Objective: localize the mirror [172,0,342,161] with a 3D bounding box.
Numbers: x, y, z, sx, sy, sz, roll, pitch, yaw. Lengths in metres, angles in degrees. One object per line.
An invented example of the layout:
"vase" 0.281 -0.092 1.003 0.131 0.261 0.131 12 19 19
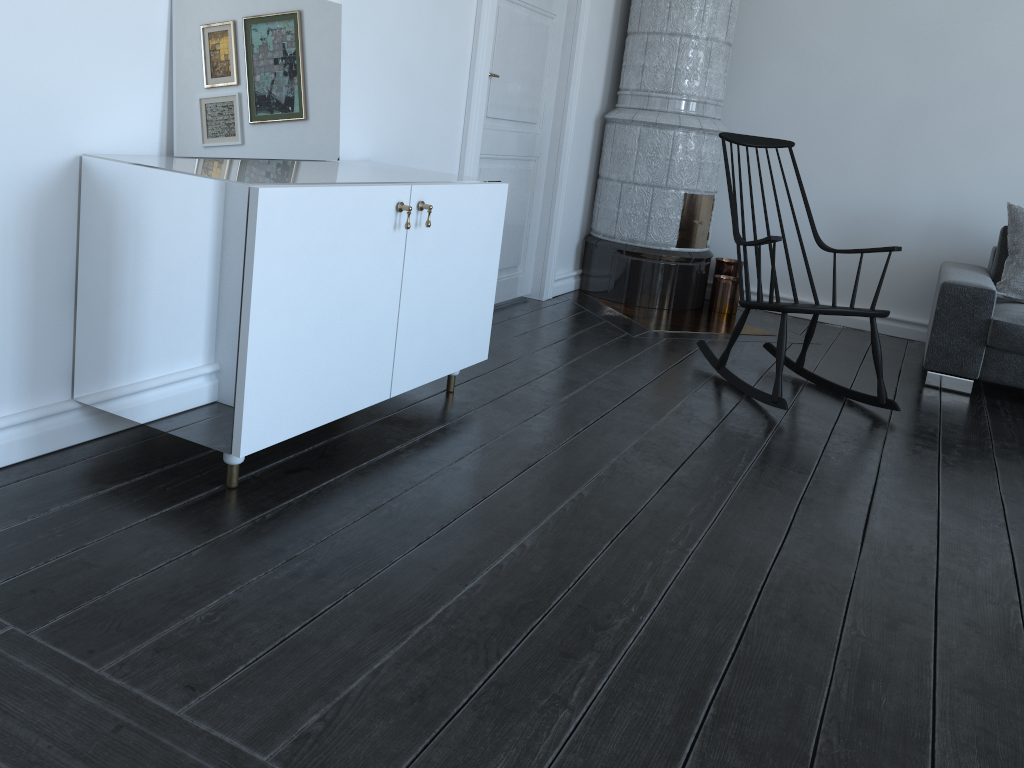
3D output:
"mirror" -0.720 -0.915 2.586 0.054 0.491 0.707 12 15 23

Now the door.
"door" 0.067 -1.552 4.203 0.117 2.422 1.185 12 12 23

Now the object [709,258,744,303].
"object" 1.292 -0.608 5.309 0.175 0.275 0.178 13 13 24

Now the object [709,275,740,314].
"object" 1.244 -0.522 5.139 0.175 0.195 0.175 10 13 14

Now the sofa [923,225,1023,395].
"sofa" 3.140 -0.169 3.833 2.396 0.708 1.101 14 16 24

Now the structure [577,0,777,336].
"structure" 1.032 -1.841 4.858 0.776 2.829 1.301 3 12 -20

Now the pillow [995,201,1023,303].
"pillow" 3.274 -0.403 3.859 2.080 0.482 0.484 16 16 29

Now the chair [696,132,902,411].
"chair" 1.143 -0.487 3.595 0.611 0.983 0.929 3 14 -20

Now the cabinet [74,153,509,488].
"cabinet" -0.542 -0.255 2.575 0.595 0.718 1.220 13 16 23
